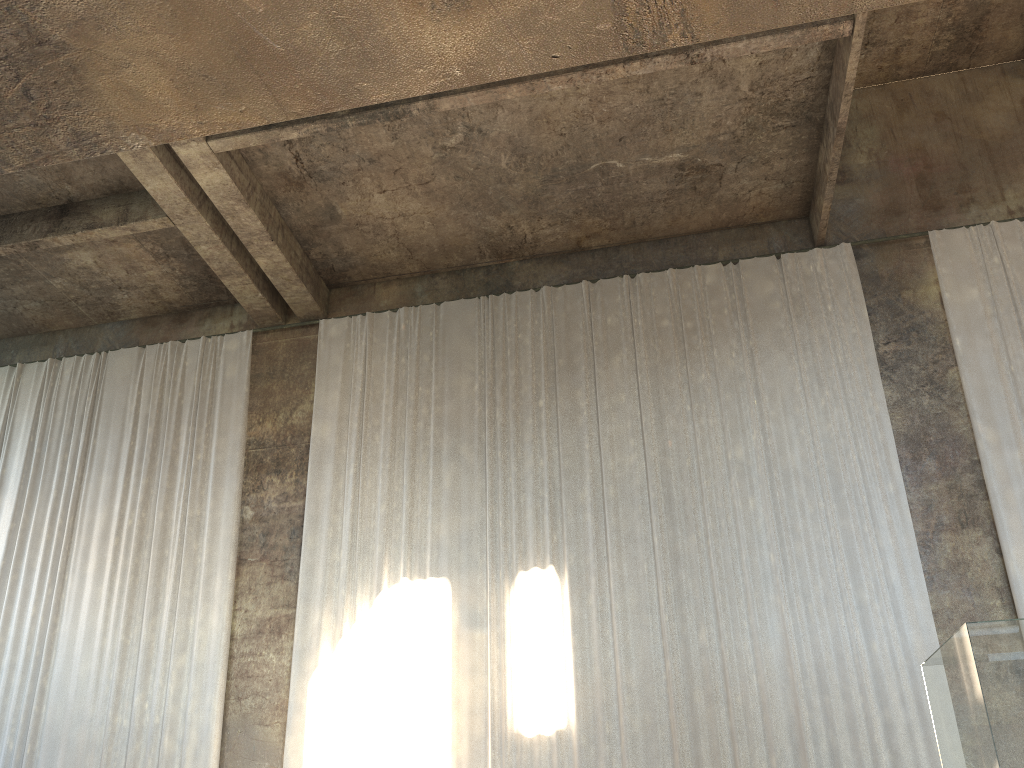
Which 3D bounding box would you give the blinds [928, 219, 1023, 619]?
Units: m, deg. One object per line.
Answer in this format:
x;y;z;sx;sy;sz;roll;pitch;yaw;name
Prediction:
9.397;1.218;9.443;7.846;8.211;0.288;-7;-25;11;blinds

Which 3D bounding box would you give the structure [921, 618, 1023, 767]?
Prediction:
1.776;1.473;2.487;0.745;1.468;0.623;-6;-25;10;structure

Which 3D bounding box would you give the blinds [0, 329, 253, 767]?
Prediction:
-7.573;3.375;12.452;7.839;8.211;0.288;-6;-25;9;blinds

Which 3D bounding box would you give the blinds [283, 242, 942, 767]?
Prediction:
0.925;2.295;10.945;7.846;8.211;0.288;-7;-25;11;blinds
